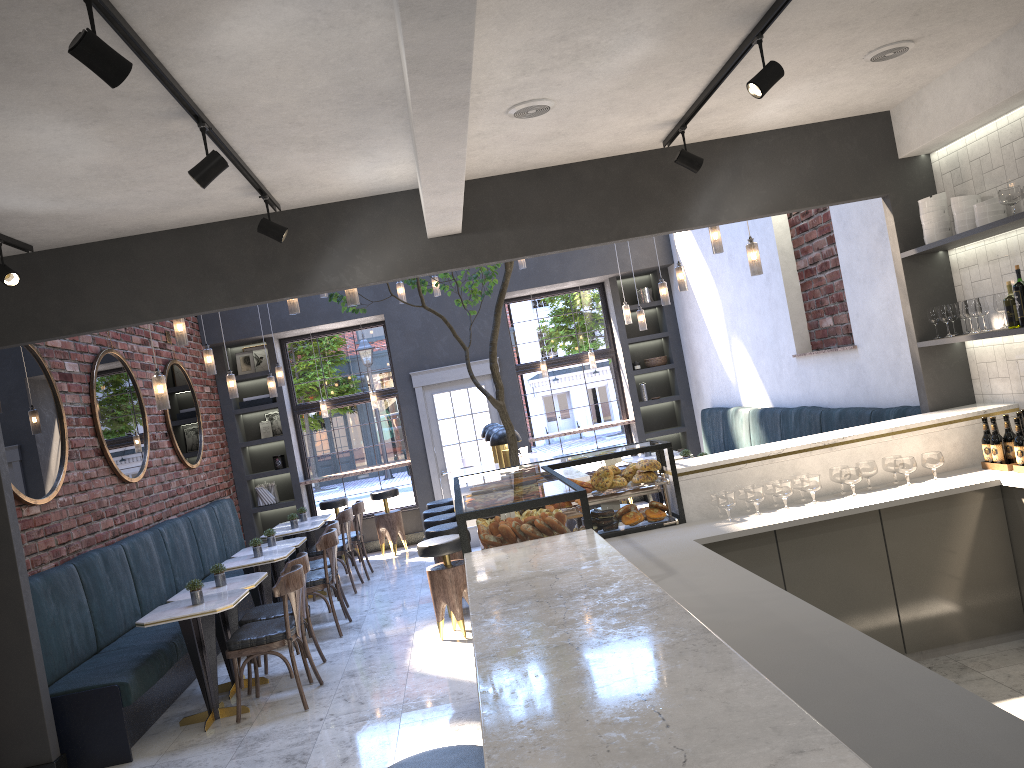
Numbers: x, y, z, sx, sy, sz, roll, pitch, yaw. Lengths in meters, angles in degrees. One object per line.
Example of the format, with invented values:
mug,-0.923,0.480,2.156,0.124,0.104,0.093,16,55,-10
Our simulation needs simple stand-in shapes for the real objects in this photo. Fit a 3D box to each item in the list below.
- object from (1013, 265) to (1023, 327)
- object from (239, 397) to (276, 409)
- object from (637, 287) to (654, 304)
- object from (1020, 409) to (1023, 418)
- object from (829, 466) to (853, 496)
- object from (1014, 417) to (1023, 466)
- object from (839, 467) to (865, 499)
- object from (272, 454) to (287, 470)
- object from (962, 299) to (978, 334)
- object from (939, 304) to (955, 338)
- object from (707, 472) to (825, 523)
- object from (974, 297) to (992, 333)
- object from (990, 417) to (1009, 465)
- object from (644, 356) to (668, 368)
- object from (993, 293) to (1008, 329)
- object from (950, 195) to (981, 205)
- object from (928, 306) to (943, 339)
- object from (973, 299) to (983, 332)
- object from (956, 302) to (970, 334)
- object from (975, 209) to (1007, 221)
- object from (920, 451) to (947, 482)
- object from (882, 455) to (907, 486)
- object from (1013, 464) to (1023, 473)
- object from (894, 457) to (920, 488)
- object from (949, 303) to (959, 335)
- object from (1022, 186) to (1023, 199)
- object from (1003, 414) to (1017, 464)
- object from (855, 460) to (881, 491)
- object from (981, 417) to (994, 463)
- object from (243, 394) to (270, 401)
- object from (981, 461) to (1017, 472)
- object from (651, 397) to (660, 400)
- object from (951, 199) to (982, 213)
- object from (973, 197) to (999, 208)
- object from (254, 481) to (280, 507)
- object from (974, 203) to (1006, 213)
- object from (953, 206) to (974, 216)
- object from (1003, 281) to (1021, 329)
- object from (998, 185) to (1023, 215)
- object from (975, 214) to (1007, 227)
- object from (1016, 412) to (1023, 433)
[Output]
object,2.633,-0.456,4.574,0.072,0.319,0.072,-10,0,-20
object,-3.284,0.242,11.459,0.412,0.084,0.286,-10,-1,-4
object,1.786,-1.179,11.888,0.214,0.215,0.213,-10,0,5
object,2.807,0.276,4.826,0.070,0.279,0.069,-11,0,28
object,1.784,0.524,4.807,0.114,0.147,0.114,-10,0,0
object,2.606,0.309,4.535,0.069,0.279,0.069,-10,0,-42
object,1.794,0.520,4.676,0.114,0.147,0.114,-10,0,0
object,-3.003,1.009,11.457,0.152,0.181,0.152,-11,-1,34
object,2.554,-0.375,4.943,0.070,0.188,0.070,-10,0,-13
object,2.538,-0.369,5.179,0.070,0.188,0.070,-10,0,-13
object,1.353,0.602,4.739,0.575,0.147,0.256,-10,-1,-4
object,2.563,-0.378,4.825,0.070,0.188,0.070,-10,0,10
object,2.593,0.314,4.735,0.069,0.279,0.069,-10,0,-27
object,1.929,-0.295,11.869,0.305,0.123,0.304,-11,-1,17
object,2.670,-0.398,4.833,0.070,0.188,0.070,-10,0,10
object,2.538,-1.022,4.955,0.154,0.076,0.153,-11,-1,17
object,2.530,-0.366,5.296,0.070,0.188,0.070,-10,0,-13
object,2.654,-0.391,5.069,0.070,0.188,0.070,-10,0,-13
object,2.646,-0.388,5.187,0.070,0.188,0.070,-10,0,-13
object,2.577,-0.902,4.766,0.153,0.074,0.154,-10,-1,-1
object,2.238,0.439,4.709,0.114,0.147,0.114,-10,0,0
object,2.081,0.470,4.829,0.114,0.147,0.114,-10,0,0
object,2.743,0.407,4.468,0.307,0.038,0.231,-10,-1,-4
object,2.090,0.466,4.698,0.114,0.147,0.114,-10,0,0
object,2.637,-0.385,5.304,0.070,0.188,0.070,-10,0,-13
object,2.628,-0.930,4.443,0.114,0.147,0.114,-10,0,0
object,2.666,0.301,4.742,0.069,0.279,0.069,-10,0,-42
object,1.933,0.497,4.818,0.114,0.147,0.114,-10,0,0
object,2.587,0.316,4.810,0.069,0.279,0.069,-10,0,-42
object,-3.301,0.183,11.470,0.327,0.039,0.227,-10,-1,-14
object,2.724,0.414,4.742,0.307,0.038,0.231,-10,-1,-4
object,1.906,0.192,11.762,0.130,0.026,0.130,-10,-1,-21
object,2.543,-0.987,4.957,0.153,0.060,0.153,-10,-1,-22
object,2.564,-0.963,4.765,0.153,0.075,0.153,-10,-1,-37
object,-3.169,1.400,11.453,0.250,0.323,0.241,-10,0,-4
object,2.572,-0.932,4.765,0.153,0.062,0.153,-11,-1,25
object,2.550,-0.958,4.958,0.153,0.075,0.153,-10,-1,-37
object,2.654,-0.453,4.148,0.082,0.294,1.100,-10,-1,-4
object,2.499,-0.906,4.434,0.114,0.147,0.114,-10,0,0
object,2.581,-0.867,4.768,0.153,0.055,0.153,-10,-1,-42
object,2.739,0.288,4.746,0.070,0.279,0.069,-10,0,3
